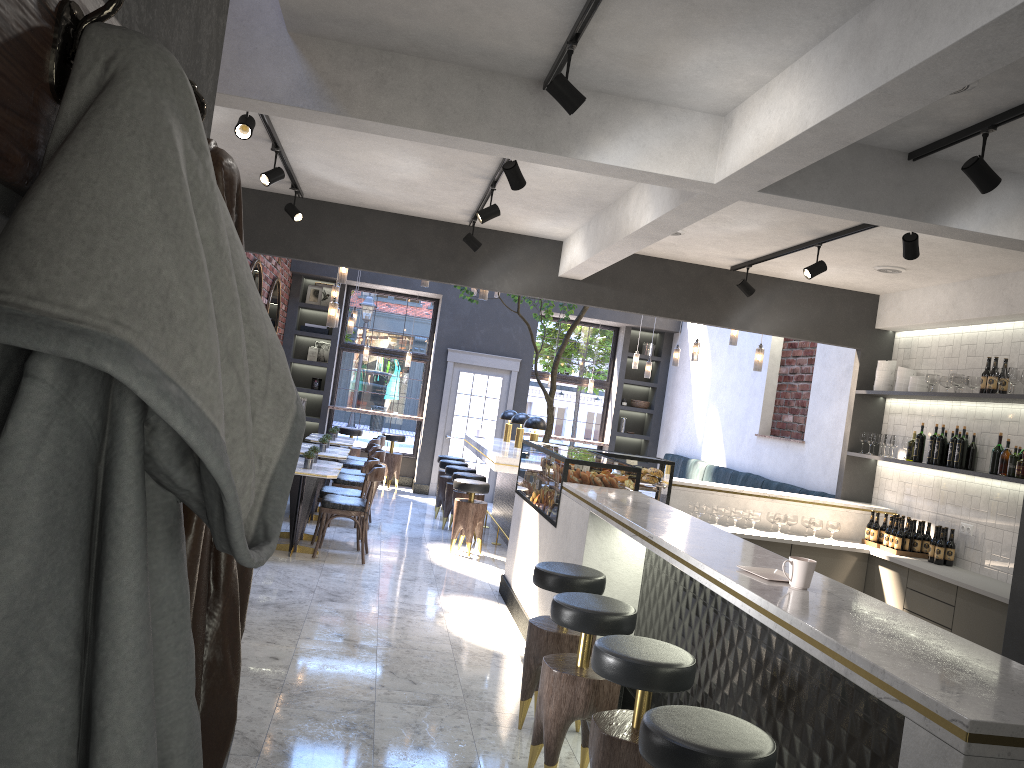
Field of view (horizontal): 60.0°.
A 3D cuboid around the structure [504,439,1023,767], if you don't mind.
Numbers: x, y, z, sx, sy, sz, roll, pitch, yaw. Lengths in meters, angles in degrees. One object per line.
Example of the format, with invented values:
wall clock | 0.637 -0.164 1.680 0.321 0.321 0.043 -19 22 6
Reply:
structure | 1.974 1.353 4.815 3.206 1.300 5.805 8 -1 -8

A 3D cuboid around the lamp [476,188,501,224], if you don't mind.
lamp | -0.145 -1.141 5.703 0.157 0.238 0.087 8 0 -14

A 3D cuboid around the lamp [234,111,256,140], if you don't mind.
lamp | -1.323 -1.325 4.417 0.087 0.235 0.157 8 0 -14

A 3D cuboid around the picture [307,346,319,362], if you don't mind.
picture | -3.080 -0.462 13.714 0.161 0.227 0.049 8 0 -8

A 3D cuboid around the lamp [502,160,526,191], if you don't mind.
lamp | 0.019 -1.133 4.620 0.087 0.238 0.157 8 0 31

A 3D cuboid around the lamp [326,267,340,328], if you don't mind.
lamp | -1.314 -2.535 7.846 0.078 4.105 0.078 8 0 -23

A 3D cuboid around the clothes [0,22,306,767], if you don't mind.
clothes | -0.392 0.245 0.786 0.343 1.128 0.384 8 0 -12

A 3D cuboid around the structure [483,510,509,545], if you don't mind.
structure | -0.049 1.692 10.404 0.496 0.210 3.498 8 -1 -8

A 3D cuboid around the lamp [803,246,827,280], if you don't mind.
lamp | 2.064 -0.820 6.021 0.157 0.235 0.087 8 0 -14

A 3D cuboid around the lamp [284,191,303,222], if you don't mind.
lamp | -1.640 -1.339 6.692 0.157 0.235 0.088 8 0 33

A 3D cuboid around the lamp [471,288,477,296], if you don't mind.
lamp | -0.218 -3.194 11.643 0.078 4.105 0.078 8 0 -23

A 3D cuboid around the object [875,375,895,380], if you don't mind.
object | 3.224 -0.048 7.673 0.154 0.075 0.153 9 -1 -41

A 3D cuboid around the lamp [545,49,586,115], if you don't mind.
lamp | 0.207 -1.124 3.298 0.157 0.238 0.087 8 0 -14

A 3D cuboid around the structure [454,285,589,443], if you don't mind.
structure | 0.523 -1.154 9.455 3.742 5.988 2.808 8 0 35

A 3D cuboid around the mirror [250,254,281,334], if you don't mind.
mirror | -2.874 -0.949 9.847 0.036 1.510 4.773 8 -1 -8

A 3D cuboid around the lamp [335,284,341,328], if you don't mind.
lamp | -1.773 -2.692 10.294 0.078 4.105 0.078 8 0 -1

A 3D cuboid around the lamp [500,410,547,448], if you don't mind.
lamp | 0.187 -0.924 6.802 4.185 3.256 8.831 8 -1 -25

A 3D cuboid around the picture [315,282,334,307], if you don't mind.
picture | -2.891 -1.369 13.742 0.361 0.369 0.055 8 0 -8

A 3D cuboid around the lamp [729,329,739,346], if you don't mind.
lamp | 2.568 -2.431 9.157 0.078 4.105 0.078 8 0 -23

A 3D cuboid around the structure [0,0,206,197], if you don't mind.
structure | -0.370 -0.271 0.606 0.085 0.252 1.369 8 -1 -8

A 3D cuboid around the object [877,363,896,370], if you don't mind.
object | 3.239 -0.142 7.668 0.152 0.067 0.153 8 -1 38

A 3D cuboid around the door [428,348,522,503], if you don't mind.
door | -0.573 0.644 13.389 1.132 2.219 0.152 8 0 -8

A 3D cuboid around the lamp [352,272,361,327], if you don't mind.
lamp | -1.873 -2.817 12.049 0.078 4.105 0.078 8 0 -23

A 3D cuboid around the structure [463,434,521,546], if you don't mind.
structure | 0.011 1.276 10.406 0.990 1.050 3.489 8 -1 -8

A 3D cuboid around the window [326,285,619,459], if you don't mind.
window | 0.456 -1.324 8.074 6.406 5.364 12.708 8 -1 -8

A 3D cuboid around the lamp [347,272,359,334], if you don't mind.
lamp | -1.811 -2.681 11.481 0.078 4.105 0.078 8 0 -23

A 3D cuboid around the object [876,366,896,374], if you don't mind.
object | 3.233 -0.113 7.669 0.154 0.076 0.153 8 -1 13

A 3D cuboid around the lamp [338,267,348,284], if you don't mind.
lamp | -1.344 -2.998 8.526 0.078 4.105 0.078 8 0 -23

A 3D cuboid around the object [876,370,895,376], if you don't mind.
object | 3.227 -0.078 7.672 0.153 0.060 0.153 8 -1 -26

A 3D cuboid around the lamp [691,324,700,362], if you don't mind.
lamp | 2.394 -2.294 10.241 0.078 4.105 0.078 8 0 44

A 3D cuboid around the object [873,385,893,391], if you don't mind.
object | 3.209 0.049 7.676 0.153 0.055 0.153 7 -1 44

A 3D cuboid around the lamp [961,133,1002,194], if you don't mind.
lamp | 1.879 -0.880 3.539 0.157 0.235 0.087 8 0 -14

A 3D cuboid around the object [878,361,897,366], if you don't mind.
object | 3.241 -0.174 7.666 0.152 0.070 0.153 8 -1 38

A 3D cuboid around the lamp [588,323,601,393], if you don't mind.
lamp | 1.347 -0.561 14.173 0.078 1.429 0.078 8 0 22

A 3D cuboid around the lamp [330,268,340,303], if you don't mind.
lamp | -1.655 -2.880 9.658 0.078 4.105 0.078 8 0 -1

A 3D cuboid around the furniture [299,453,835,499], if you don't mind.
furniture | -0.212 1.192 10.306 6.022 1.151 5.340 8 -1 -8

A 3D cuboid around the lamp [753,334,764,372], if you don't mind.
lamp | 2.628 -2.154 8.464 0.078 4.105 0.078 8 0 -23

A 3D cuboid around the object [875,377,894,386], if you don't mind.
object | 3.222 -0.016 7.674 0.153 0.062 0.153 8 -1 21

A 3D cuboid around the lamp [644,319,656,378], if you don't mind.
lamp | 2.117 -2.114 12.005 0.078 4.105 0.078 8 0 -23

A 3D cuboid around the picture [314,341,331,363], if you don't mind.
picture | -2.950 -0.494 13.757 0.247 0.326 0.044 8 0 -8

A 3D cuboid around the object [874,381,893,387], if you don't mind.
object | 3.216 0.014 7.674 0.153 0.074 0.154 8 -1 -5

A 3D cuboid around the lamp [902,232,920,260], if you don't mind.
lamp | 2.228 -0.811 4.938 0.087 0.235 0.157 8 0 31

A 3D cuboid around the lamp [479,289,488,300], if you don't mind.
lamp | 0.026 -2.796 8.032 0.078 4.105 0.078 8 0 22

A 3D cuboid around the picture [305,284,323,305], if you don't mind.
picture | -3.052 -1.367 13.685 0.230 0.313 0.061 8 0 -8

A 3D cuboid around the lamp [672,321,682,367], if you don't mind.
lamp | 2.293 -2.251 10.906 0.078 4.105 0.078 8 0 44

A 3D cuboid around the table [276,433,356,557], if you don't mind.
table | -0.236 1.390 10.261 4.600 0.751 4.829 8 -1 -8

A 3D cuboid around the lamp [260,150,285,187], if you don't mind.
lamp | -1.481 -1.334 5.506 0.087 0.238 0.157 8 0 31

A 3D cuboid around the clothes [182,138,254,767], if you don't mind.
clothes | -0.453 0.228 1.185 0.223 1.098 0.340 8 0 -13

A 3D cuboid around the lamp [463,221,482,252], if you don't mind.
lamp | -0.302 -1.147 6.888 0.157 0.238 0.087 8 0 -14

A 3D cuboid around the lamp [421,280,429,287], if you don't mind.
lamp | -0.579 -2.999 8.818 0.078 4.105 0.078 8 0 22

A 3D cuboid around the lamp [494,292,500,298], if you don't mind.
lamp | 0.080 -3.235 12.319 0.078 4.105 0.078 8 0 -23

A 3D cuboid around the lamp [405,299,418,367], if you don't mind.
lamp | -1.519 -0.976 13.760 0.078 1.429 0.078 8 0 44

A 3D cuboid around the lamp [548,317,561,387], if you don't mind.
lamp | 0.703 -0.654 14.080 0.078 1.429 0.078 8 0 44

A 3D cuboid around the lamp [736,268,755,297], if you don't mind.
lamp | 1.908 -0.826 7.206 0.157 0.235 0.087 8 0 -14

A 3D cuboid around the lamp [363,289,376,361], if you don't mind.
lamp | -2.163 -1.069 13.667 0.078 1.429 0.078 8 0 22

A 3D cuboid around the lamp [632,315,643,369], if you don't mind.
lamp | 2.042 -2.250 12.664 0.078 4.105 0.078 8 0 -23
